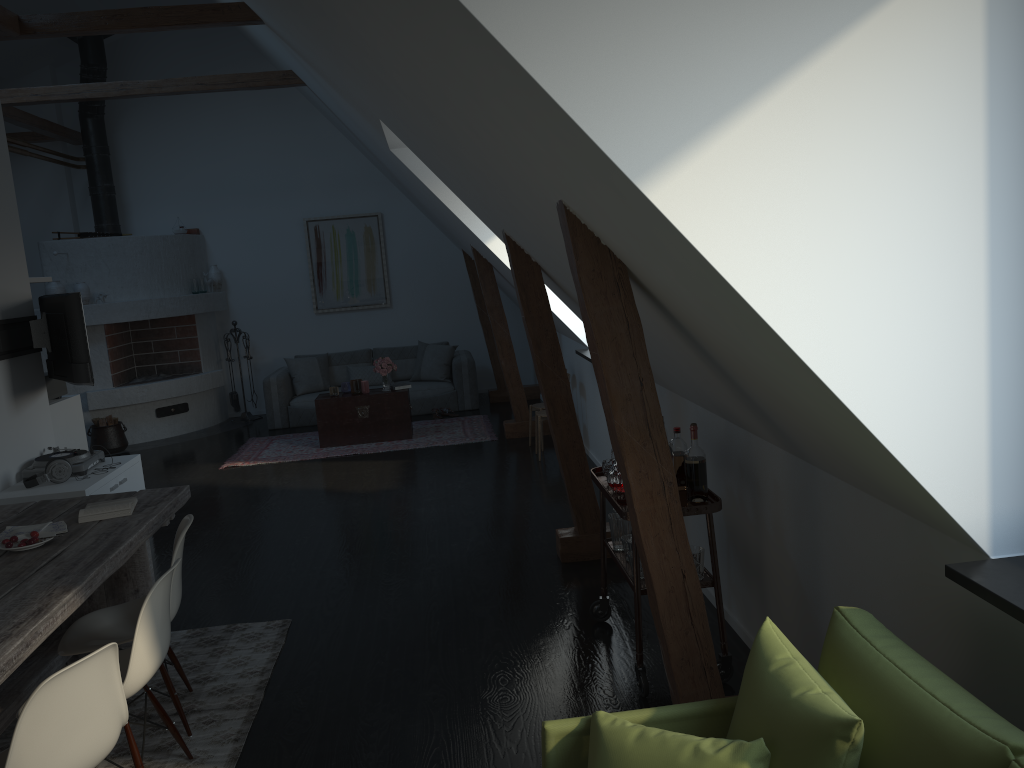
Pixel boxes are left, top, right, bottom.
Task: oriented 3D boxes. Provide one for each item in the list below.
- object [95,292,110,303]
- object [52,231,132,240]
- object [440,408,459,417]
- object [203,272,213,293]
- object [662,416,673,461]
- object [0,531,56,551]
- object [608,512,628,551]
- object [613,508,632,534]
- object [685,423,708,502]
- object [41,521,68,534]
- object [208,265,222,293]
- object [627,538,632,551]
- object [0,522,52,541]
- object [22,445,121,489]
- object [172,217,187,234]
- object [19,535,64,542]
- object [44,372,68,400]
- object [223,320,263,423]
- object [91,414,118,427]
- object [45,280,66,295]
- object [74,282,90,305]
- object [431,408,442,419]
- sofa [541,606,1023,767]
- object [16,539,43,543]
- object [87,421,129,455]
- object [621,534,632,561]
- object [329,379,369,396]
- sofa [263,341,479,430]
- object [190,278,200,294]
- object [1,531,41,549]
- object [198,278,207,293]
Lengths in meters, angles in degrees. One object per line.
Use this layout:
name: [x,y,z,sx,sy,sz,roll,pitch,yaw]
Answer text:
object: [-4.464,-0.941,9.652,0.161,0.114,0.064,-5,8,-2]
object: [-4.631,-1.656,9.799,0.783,0.094,0.311,-8,9,-19]
object: [-0.704,0.314,10.059,0.277,0.090,0.101,2,11,41]
object: [-3.688,-1.239,10.776,0.081,0.258,0.150,0,9,29]
object: [0.605,0.291,3.550,0.080,0.329,0.080,-7,8,-14]
object: [-1.848,0.604,3.375,0.205,0.024,0.205,-7,8,-13]
object: [0.471,0.652,3.905,0.087,0.155,0.087,-10,10,-32]
object: [0.505,0.635,3.997,0.087,0.155,0.087,-10,10,-32]
object: [0.719,0.305,3.471,0.081,0.308,0.081,-7,8,-13]
object: [-1.884,0.586,3.552,0.182,0.014,0.185,-10,9,-30]
object: [-3.666,-1.288,10.955,0.165,0.368,0.165,-10,10,-32]
object: [0.526,0.700,3.655,0.095,0.119,0.095,-12,11,-42]
object: [-1.968,0.591,3.561,0.182,0.016,0.179,-6,8,-10]
object: [-3.011,0.535,6.044,0.558,0.162,0.742,-6,8,-7]
object: [-3.990,-1.896,10.630,0.066,0.221,0.231,-1,9,25]
object: [-1.795,0.588,3.384,0.194,0.022,0.019,-3,8,11]
object: [-3.701,0.049,6.733,0.435,0.211,0.496,-6,8,-5]
object: [-3.349,-0.164,10.946,0.376,1.245,0.376,-9,9,-24]
object: [-4.392,0.509,9.575,0.240,0.370,0.270,-6,8,-5]
object: [-4.891,-0.950,9.511,0.203,0.314,0.203,-8,9,-21]
object: [-4.634,-0.961,9.568,0.158,0.274,0.158,1,10,34]
object: [-0.856,0.334,10.013,0.101,0.090,0.277,-7,8,-16]
sofa: [0.608,1.095,1.193,0.898,0.825,2.093,-6,8,-6]
object: [-1.832,0.599,3.377,0.110,0.011,0.058,-5,8,-1]
object: [-4.374,0.587,9.606,0.384,0.313,0.384,-2,9,21]
object: [0.511,0.697,3.762,0.092,0.099,0.092,-9,9,-27]
object: [-1.635,0.028,8.998,0.413,0.138,0.215,-4,8,7]
sofa: [-1.664,-0.035,10.689,2.458,0.770,1.107,-6,8,-5]
object: [-3.744,-1.153,10.479,0.092,0.180,0.092,-1,9,23]
object: [-1.861,0.595,3.362,0.132,0.034,0.144,-10,10,-32]
object: [-3.713,-1.178,10.635,0.092,0.180,0.092,-2,9,18]
